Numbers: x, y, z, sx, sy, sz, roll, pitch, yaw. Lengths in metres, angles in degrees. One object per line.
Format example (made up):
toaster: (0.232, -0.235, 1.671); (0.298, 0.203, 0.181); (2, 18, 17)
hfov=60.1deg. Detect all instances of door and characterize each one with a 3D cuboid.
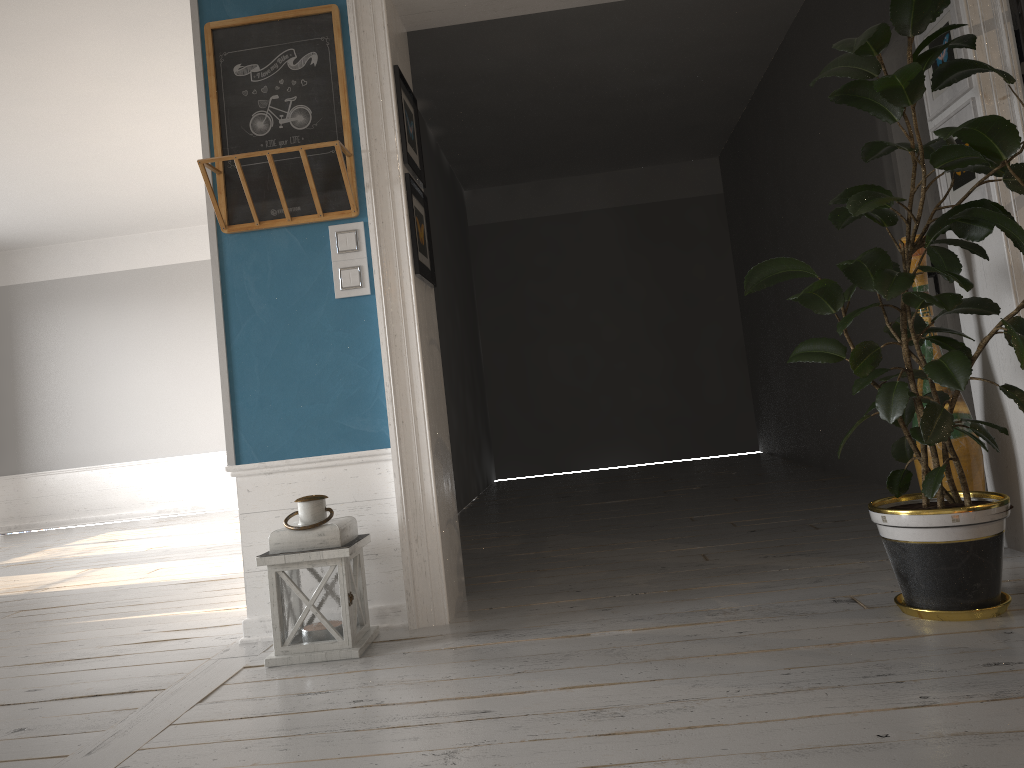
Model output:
door: (2.052, -0.599, 3.945); (0.178, 2.320, 1.032); (-7, -5, 4)

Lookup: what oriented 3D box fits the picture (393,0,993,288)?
picture: (0.600, -0.861, 3.205); (1.944, 0.758, 0.357); (-7, -5, 4)

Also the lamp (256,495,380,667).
lamp: (-0.611, 0.592, 2.787); (0.286, 0.480, 0.285); (-7, -5, 3)

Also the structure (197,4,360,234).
structure: (-0.827, -0.943, 3.059); (0.495, 0.780, 0.184); (-7, -5, 4)

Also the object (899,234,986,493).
object: (1.473, 0.038, 3.062); (0.216, 1.130, 0.214); (-6, -5, -1)

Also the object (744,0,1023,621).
object: (1.122, -0.324, 0.920); (1.010, 1.804, 3.880); (-7, -2, 4)
